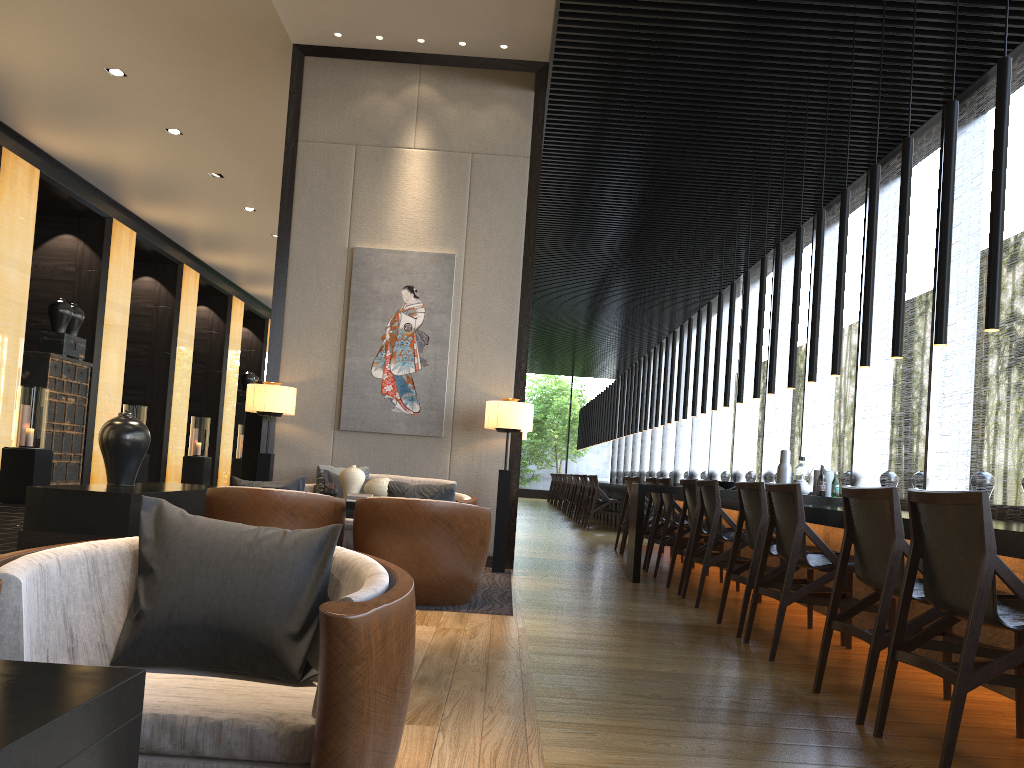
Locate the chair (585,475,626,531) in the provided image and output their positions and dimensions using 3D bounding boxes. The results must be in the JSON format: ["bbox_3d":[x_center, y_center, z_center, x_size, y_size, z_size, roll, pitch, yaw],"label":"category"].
[{"bbox_3d":[1.416,1.792,13.299,0.563,0.825,0.527,4,-3,0],"label":"chair"}]

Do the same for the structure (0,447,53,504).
[{"bbox_3d":[-5.838,1.099,10.630,0.402,0.656,0.403,4,-3,0],"label":"structure"}]

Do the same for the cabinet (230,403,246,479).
[{"bbox_3d":[-6.456,1.454,20.978,0.547,1.918,1.191,4,-3,0],"label":"cabinet"}]

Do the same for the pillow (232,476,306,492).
[{"bbox_3d":[-1.373,0.669,4.965,0.441,0.337,0.205,3,-3,7],"label":"pillow"}]

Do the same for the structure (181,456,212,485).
[{"bbox_3d":[-5.884,1.678,16.499,0.402,0.656,0.403,4,-3,0],"label":"structure"}]

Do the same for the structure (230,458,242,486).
[{"bbox_3d":[-5.907,1.968,19.433,0.402,0.656,0.403,4,-3,0],"label":"structure"}]

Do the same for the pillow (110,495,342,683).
[{"bbox_3d":[-0.573,0.413,1.823,0.441,0.337,0.205,3,-3,7],"label":"pillow"}]

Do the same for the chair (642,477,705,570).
[{"bbox_3d":[1.457,1.274,8.047,0.563,0.825,0.527,4,-3,0],"label":"chair"}]

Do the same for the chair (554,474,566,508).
[{"bbox_3d":[1.351,2.604,21.525,0.563,0.825,0.527,4,-3,0],"label":"chair"}]

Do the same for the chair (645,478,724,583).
[{"bbox_3d":[1.462,1.218,7.473,0.563,0.825,0.527,4,-3,0],"label":"chair"}]

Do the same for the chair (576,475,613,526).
[{"bbox_3d":[1.403,1.955,14.944,0.563,0.825,0.527,4,-3,0],"label":"chair"}]

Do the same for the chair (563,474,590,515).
[{"bbox_3d":[1.377,2.279,18.234,0.563,0.825,0.527,4,-3,0],"label":"chair"}]

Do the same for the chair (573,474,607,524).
[{"bbox_3d":[1.398,2.011,15.519,0.563,0.825,0.527,4,-3,0],"label":"chair"}]

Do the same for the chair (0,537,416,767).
[{"bbox_3d":[-0.590,0.612,1.695,0.803,0.602,0.608,4,-4,0],"label":"chair"}]

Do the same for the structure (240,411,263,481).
[{"bbox_3d":[-2.230,0.794,7.775,0.240,1.215,0.241,4,-2,0],"label":"structure"}]

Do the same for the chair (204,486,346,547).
[{"bbox_3d":[-1.385,0.893,5.076,0.803,0.602,0.608,4,-4,0],"label":"chair"}]

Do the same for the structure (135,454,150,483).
[{"bbox_3d":[-5.861,1.389,13.565,0.402,0.656,0.403,4,-3,0],"label":"structure"}]

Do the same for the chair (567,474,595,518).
[{"bbox_3d":[1.385,2.174,17.164,0.563,0.825,0.527,4,-3,0],"label":"chair"}]

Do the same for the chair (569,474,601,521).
[{"bbox_3d":[1.390,2.117,16.589,0.563,0.825,0.527,4,-3,0],"label":"chair"}]

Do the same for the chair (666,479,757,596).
[{"bbox_3d":[1.470,1.118,6.460,0.563,0.825,0.527,4,-3,0],"label":"chair"}]

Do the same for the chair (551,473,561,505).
[{"bbox_3d":[1.338,2.766,23.170,0.563,0.825,0.527,4,-3,0],"label":"chair"}]

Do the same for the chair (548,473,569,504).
[{"bbox_3d":[1.325,2.929,24.815,0.563,0.825,0.527,4,-3,0],"label":"chair"}]

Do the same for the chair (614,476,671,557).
[{"bbox_3d":[1.445,1.431,9.634,0.563,0.825,0.527,4,-3,0],"label":"chair"}]

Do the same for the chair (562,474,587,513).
[{"bbox_3d":[1.372,2.336,18.809,0.563,0.825,0.527,4,-3,0],"label":"chair"}]

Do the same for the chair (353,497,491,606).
[{"bbox_3d":[-0.531,0.952,5.081,0.803,0.602,0.608,4,-4,0],"label":"chair"}]

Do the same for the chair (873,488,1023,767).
[{"bbox_3d":[1.499,0.748,2.712,0.563,0.825,0.527,4,-3,0],"label":"chair"}]

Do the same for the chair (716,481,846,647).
[{"bbox_3d":[1.482,0.961,4.873,0.563,0.825,0.527,4,-3,0],"label":"chair"}]

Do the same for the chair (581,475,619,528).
[{"bbox_3d":[1.411,1.849,13.874,0.563,0.825,0.527,4,-3,0],"label":"chair"}]

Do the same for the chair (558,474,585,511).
[{"bbox_3d":[1.364,2.442,19.880,0.563,0.825,0.527,4,-3,0],"label":"chair"}]

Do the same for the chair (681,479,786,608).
[{"bbox_3d":[1.474,1.061,5.886,0.563,0.825,0.527,4,-3,0],"label":"chair"}]

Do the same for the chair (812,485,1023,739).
[{"bbox_3d":[1.495,0.804,3.286,0.563,0.825,0.527,4,-3,0],"label":"chair"}]

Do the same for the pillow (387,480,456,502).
[{"bbox_3d":[-0.516,0.725,4.971,0.399,0.361,0.223,4,-3,0],"label":"pillow"}]

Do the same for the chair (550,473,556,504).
[{"bbox_3d":[1.334,2.823,23.744,0.563,0.825,0.527,4,-3,0],"label":"chair"}]

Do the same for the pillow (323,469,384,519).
[{"bbox_3d":[-1.222,0.844,6.745,0.472,0.360,0.220,4,-3,-3],"label":"pillow"}]

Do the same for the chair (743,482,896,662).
[{"bbox_3d":[1.487,0.904,4.299,0.563,0.825,0.527,4,-3,0],"label":"chair"}]

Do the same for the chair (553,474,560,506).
[{"bbox_3d":[1.346,2.661,22.099,0.563,0.825,0.527,4,-3,0],"label":"chair"}]

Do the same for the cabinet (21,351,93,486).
[{"bbox_3d":[-6.387,0.584,12.166,0.547,1.918,1.191,4,-3,0],"label":"cabinet"}]

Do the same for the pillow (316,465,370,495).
[{"bbox_3d":[-1.322,0.832,6.900,0.433,0.398,0.201,6,-3,-22],"label":"pillow"}]

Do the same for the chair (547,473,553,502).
[{"bbox_3d":[1.321,2.985,25.390,0.563,0.825,0.527,4,-3,0],"label":"chair"}]

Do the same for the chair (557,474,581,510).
[{"bbox_3d":[1.359,2.498,20.454,0.563,0.825,0.527,4,-3,0],"label":"chair"}]

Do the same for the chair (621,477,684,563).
[{"bbox_3d":[1.449,1.374,9.060,0.563,0.825,0.527,4,-3,0],"label":"chair"}]
